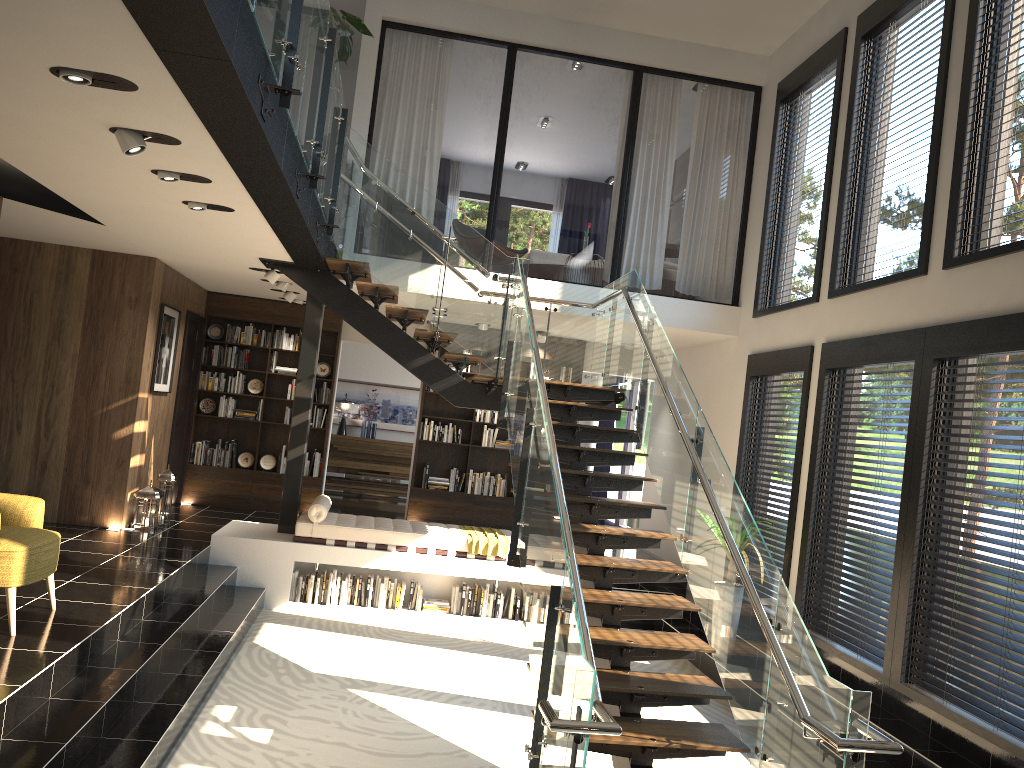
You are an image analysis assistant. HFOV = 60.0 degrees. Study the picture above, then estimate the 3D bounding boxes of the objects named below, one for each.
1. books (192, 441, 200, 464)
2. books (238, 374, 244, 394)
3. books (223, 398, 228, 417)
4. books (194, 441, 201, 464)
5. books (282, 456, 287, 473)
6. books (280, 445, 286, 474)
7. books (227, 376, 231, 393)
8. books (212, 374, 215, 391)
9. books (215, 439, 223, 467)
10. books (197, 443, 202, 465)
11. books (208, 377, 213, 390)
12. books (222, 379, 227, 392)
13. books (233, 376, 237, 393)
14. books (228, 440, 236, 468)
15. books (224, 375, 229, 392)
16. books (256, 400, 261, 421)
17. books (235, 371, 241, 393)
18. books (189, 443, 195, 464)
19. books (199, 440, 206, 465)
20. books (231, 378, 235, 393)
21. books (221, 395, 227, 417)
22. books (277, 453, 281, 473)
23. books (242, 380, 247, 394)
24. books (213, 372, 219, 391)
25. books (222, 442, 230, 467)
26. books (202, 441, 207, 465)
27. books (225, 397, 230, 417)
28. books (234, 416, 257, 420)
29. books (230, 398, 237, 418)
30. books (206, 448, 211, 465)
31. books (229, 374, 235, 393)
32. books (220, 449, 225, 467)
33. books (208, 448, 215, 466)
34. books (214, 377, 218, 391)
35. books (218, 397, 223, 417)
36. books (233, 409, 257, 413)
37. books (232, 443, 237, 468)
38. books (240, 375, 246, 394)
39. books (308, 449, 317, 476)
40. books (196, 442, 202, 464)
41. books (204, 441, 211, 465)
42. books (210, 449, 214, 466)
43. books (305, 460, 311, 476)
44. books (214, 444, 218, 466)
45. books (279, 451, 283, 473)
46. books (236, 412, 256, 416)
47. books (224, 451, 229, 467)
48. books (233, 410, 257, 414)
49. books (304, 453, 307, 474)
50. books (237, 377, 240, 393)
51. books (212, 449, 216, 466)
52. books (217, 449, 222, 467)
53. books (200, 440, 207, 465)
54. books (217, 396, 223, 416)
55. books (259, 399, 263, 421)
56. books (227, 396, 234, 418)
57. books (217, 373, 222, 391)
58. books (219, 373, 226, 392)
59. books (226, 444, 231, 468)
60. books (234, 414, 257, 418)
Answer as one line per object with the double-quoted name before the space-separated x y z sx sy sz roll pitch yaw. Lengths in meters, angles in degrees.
"books" -4.018 0.869 11.293 0.032 0.288 0.180 7 -2 -8
"books" -3.465 -0.004 11.344 0.021 0.260 0.197 7 -2 -8
"books" -3.651 0.301 11.329 0.032 0.245 0.120 7 -2 -8
"books" -3.991 0.874 11.265 0.014 0.282 0.232 7 -2 -8
"books" -2.924 1.040 11.415 0.034 0.215 0.104 7 -2 -8
"books" -2.935 0.964 11.370 0.017 0.359 0.189 7 -2 -8
"books" -3.591 0.007 11.308 0.016 0.205 0.205 7 -2 -8
"books" -3.807 -0.019 11.335 0.018 0.208 0.126 7 -2 -8
"books" -3.725 0.876 11.274 0.016 0.341 0.217 7 -2 -8
"books" -3.943 0.886 11.257 0.022 0.269 0.216 7 -2 -8
"books" -3.834 -0.003 11.310 0.037 0.169 0.148 7 -2 -8
"books" -3.670 0.018 11.325 0.026 0.167 0.173 7 -2 -8
"books" -3.530 0.012 11.356 0.027 0.214 0.159 7 -2 -8
"books" -3.563 0.888 11.291 0.019 0.356 0.235 7 -2 -8
"books" -3.629 -0.002 11.338 0.053 0.216 0.151 7 -2 -8
"books" -3.238 0.343 11.379 0.032 0.261 0.157 7 -2 -8
"books" -3.501 -0.021 11.336 0.018 0.284 0.198 7 -2 -8
"books" -4.050 0.878 11.282 0.032 0.261 0.195 7 -2 -8
"books" -3.923 0.871 11.265 0.016 0.304 0.217 7 -2 -8
"books" -3.554 0.018 11.329 0.025 0.193 0.172 7 -2 -8
"books" -3.670 0.282 11.301 0.018 0.275 0.144 7 -2 -8
"books" -2.991 1.017 11.412 0.023 0.244 0.135 7 -2 -8
"books" -3.431 0.040 11.359 0.015 0.181 0.136 7 -2 -8
"books" -3.786 -0.030 11.331 0.019 0.236 0.139 7 -2 -8
"books" -3.644 0.897 11.303 0.016 0.322 0.219 7 -2 -8
"books" -3.896 0.877 11.296 0.018 0.301 0.195 7 -2 -8
"books" -3.622 0.294 11.327 0.024 0.265 0.148 7 -2 -8
"books" -3.415 0.436 11.353 0.262 0.032 0.155 7 -3 -5
"books" -3.565 0.307 11.344 0.030 0.253 0.138 7 -2 -8
"books" -3.857 0.927 11.316 0.035 0.212 0.159 7 -2 -8
"books" -3.575 -0.009 11.338 0.020 0.243 0.154 7 -2 -8
"books" -3.678 0.943 11.318 0.036 0.222 0.173 7 -2 -8
"books" -3.823 0.927 11.273 0.021 0.217 0.220 7 -2 -8
"books" -3.759 0.000 11.306 0.035 0.180 0.165 7 -2 -8
"books" -3.692 0.288 11.287 0.026 0.257 0.192 7 -2 -8
"books" -3.401 0.344 11.339 0.292 0.013 0.187 7 -3 -5
"books" -3.538 0.913 11.318 0.042 0.315 0.193 7 -2 -7
"books" -3.447 0.007 11.368 0.023 0.244 0.133 7 -2 -8
"books" -2.575 1.012 11.442 0.065 0.354 0.164 7 -2 -8
"books" -3.972 0.877 11.285 0.030 0.282 0.170 7 -2 -8
"books" -3.876 0.878 11.293 0.020 0.304 0.189 7 -2 -8
"books" -3.803 0.936 11.302 0.029 0.206 0.167 7 -2 -8
"books" -2.636 1.086 11.460 0.032 0.195 0.134 7 -2 -8
"books" -3.747 0.904 11.288 0.017 0.282 0.232 7 -2 -8
"books" -2.966 1.003 11.408 0.024 0.278 0.135 7 -2 -8
"books" -3.409 0.384 11.357 0.244 0.033 0.142 7 -3 -11
"books" -3.629 0.956 11.324 0.033 0.208 0.192 7 -2 -8
"books" -3.405 0.359 11.346 0.293 0.016 0.174 7 -3 -9
"books" -2.662 1.032 11.426 0.018 0.292 0.191 7 -2 -8
"books" -3.489 0.018 11.352 0.018 0.210 0.157 7 -2 -8
"books" -3.773 0.931 11.296 0.026 0.222 0.209 7 -2 -8
"books" -3.712 0.939 11.314 0.034 0.223 0.209 7 -2 -8
"books" -3.907 0.872 11.261 0.015 0.306 0.222 7 -2 -8
"books" -3.720 0.283 11.320 0.020 0.264 0.152 7 -2 -8
"books" -3.208 0.333 11.358 0.018 0.286 0.157 7 -2 -8
"books" -3.592 0.290 11.323 0.032 0.279 0.133 7 -2 -8
"books" -3.723 -0.023 11.326 0.036 0.235 0.170 7 -2 -8
"books" -3.689 -0.021 11.310 0.026 0.237 0.164 7 -2 -8
"books" -3.591 0.912 11.311 0.027 0.304 0.204 7 -2 -8
"books" -3.412 0.410 11.356 0.266 0.021 0.152 7 -3 -9
